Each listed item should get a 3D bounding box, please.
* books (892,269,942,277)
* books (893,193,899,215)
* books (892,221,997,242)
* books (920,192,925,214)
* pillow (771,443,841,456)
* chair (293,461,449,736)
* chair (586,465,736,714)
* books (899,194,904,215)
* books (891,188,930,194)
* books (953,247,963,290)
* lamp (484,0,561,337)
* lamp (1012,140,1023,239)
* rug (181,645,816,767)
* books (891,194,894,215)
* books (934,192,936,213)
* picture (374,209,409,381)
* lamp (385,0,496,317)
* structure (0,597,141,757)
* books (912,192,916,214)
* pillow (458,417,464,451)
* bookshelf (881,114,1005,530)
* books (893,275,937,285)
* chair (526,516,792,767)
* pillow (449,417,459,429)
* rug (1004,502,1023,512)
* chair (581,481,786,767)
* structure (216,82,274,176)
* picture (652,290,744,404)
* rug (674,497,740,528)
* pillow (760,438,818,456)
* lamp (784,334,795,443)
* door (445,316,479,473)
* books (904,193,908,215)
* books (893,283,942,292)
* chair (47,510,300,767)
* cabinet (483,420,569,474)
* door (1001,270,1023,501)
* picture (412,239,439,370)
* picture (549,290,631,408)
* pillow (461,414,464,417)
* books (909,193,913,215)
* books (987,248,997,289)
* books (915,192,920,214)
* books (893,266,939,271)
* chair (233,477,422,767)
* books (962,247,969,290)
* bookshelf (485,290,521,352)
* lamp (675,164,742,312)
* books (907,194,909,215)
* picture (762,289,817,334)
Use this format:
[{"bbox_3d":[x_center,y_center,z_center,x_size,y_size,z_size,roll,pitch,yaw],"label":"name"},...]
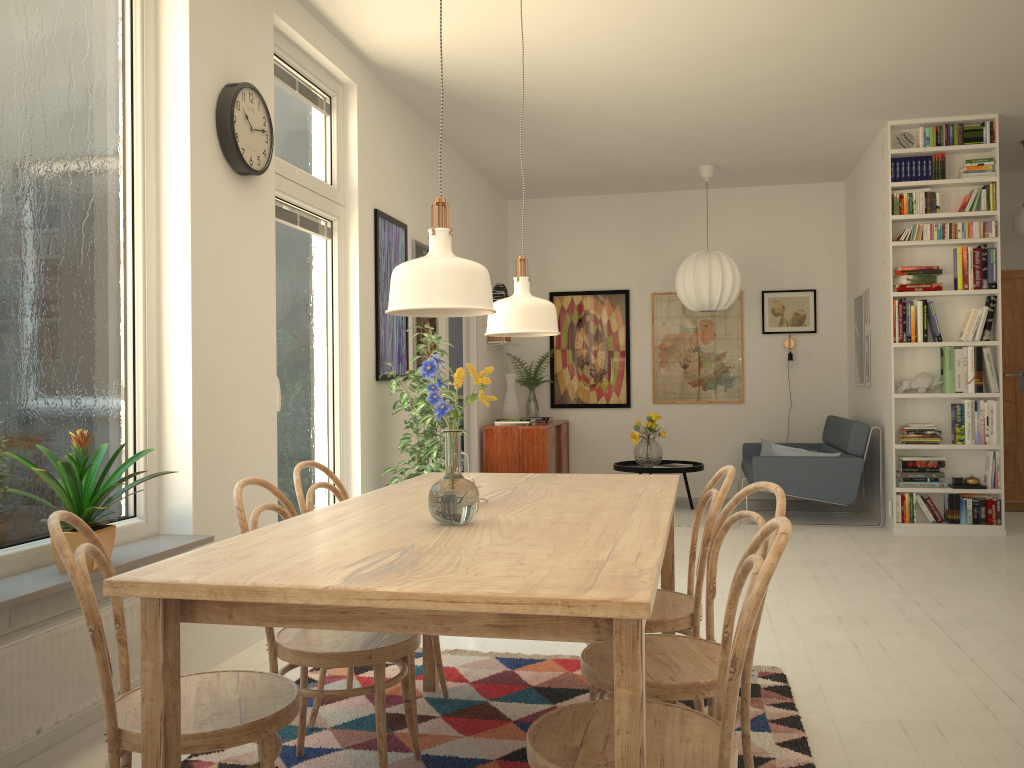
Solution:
[{"bbox_3d":[2.872,-0.783,6.319,0.314,0.035,0.205,-1,0,12],"label":"books"},{"bbox_3d":[2.725,-1.263,6.329,0.034,0.162,0.197,-1,0,12],"label":"books"},{"bbox_3d":[3.027,-1.059,6.277,0.664,0.110,0.278,-1,0,12],"label":"books"},{"bbox_3d":[2.891,-1.263,6.300,0.035,0.158,0.199,-1,0,12],"label":"books"},{"bbox_3d":[2.183,0.611,6.652,0.533,0.353,0.141,-1,0,12],"label":"pillow"},{"bbox_3d":[-0.453,0.657,2.880,0.483,0.811,0.385,-1,0,15],"label":"chair"},{"bbox_3d":[0.420,0.647,2.633,0.483,0.811,0.385,-1,0,10],"label":"chair"},{"bbox_3d":[2.757,-1.259,6.325,0.030,0.149,0.202,-1,0,12],"label":"books"},{"bbox_3d":[2.832,-1.355,6.319,0.255,0.022,0.189,-1,0,22],"label":"books"},{"bbox_3d":[3.137,-0.802,6.264,0.032,0.300,0.200,-1,0,12],"label":"books"},{"bbox_3d":[0.023,-0.946,2.690,0.229,1.596,0.229,0,-1,-43],"label":"lamp"},{"bbox_3d":[3.972,-1.482,6.776,0.275,0.767,0.275,-1,0,6],"label":"lamp"},{"bbox_3d":[-0.148,1.062,2.036,1.748,0.035,3.025,-1,0,12],"label":"rug"},{"bbox_3d":[2.703,-1.262,6.358,0.019,0.156,0.205,-1,0,12],"label":"books"},{"bbox_3d":[2.974,-1.266,6.278,0.016,0.158,0.146,-1,0,12],"label":"books"},{"bbox_3d":[-0.729,-0.518,5.408,0.018,0.999,0.546,-1,0,12],"label":"picture"},{"bbox_3d":[-0.156,-0.945,1.850,0.229,1.596,0.229,0,-1,-32],"label":"lamp"},{"bbox_3d":[-1.293,0.808,2.526,0.113,0.279,1.029,-1,0,12],"label":"structure"},{"bbox_3d":[2.837,-1.263,6.302,0.012,0.155,0.208,-1,0,12],"label":"books"},{"bbox_3d":[-0.425,0.462,8.373,0.237,0.385,0.767,-1,0,10],"label":"pillow"},{"bbox_3d":[3.035,-0.405,6.275,0.710,2.900,0.249,-1,0,12],"label":"bookshelf"},{"bbox_3d":[2.868,-0.731,6.307,0.268,0.064,0.128,-1,0,-18],"label":"books"},{"bbox_3d":[0.267,0.648,1.630,0.483,0.811,0.385,-1,0,15],"label":"chair"},{"bbox_3d":[-0.623,0.452,8.200,0.237,0.338,0.437,-1,0,10],"label":"pillow"},{"bbox_3d":[4.061,1.034,7.458,0.941,0.002,0.553,-1,0,12],"label":"rug"},{"bbox_3d":[0.405,0.647,2.122,0.483,0.811,0.385,-1,0,-5],"label":"chair"},{"bbox_3d":[-1.087,-1.045,3.643,0.074,0.371,0.371,-1,0,12],"label":"structure"},{"bbox_3d":[1.749,-0.345,8.371,0.838,1.052,0.012,-1,0,12],"label":"picture"},{"bbox_3d":[1.229,1.060,7.475,1.304,0.012,1.661,-1,0,14],"label":"rug"},{"bbox_3d":[2.454,0.620,7.900,0.540,0.277,0.157,-1,0,13],"label":"pillow"},{"bbox_3d":[2.427,0.250,8.156,0.360,1.416,0.112,-1,0,12],"label":"lamp"},{"bbox_3d":[-0.813,0.072,7.108,0.882,2.033,0.955,-1,0,12],"label":"door"},{"bbox_3d":[2.782,-1.261,6.314,0.023,0.152,0.199,-1,0,12],"label":"books"},{"bbox_3d":[2.868,-0.673,6.298,0.300,0.056,0.202,-1,0,12],"label":"books"},{"bbox_3d":[-0.690,0.659,1.846,0.483,0.811,0.385,-1,0,-15],"label":"chair"},{"bbox_3d":[0.157,0.714,8.040,0.546,0.727,1.262,-1,0,12],"label":"cabinet"},{"bbox_3d":[4.148,0.017,7.903,0.931,2.033,0.159,-1,0,12],"label":"door"},{"bbox_3d":[-0.587,-0.516,6.076,0.020,0.869,0.525,-1,0,12],"label":"picture"},{"bbox_3d":[0.752,-0.334,8.580,0.778,1.134,0.018,-1,0,12],"label":"picture"},{"bbox_3d":[-0.531,0.463,8.572,0.220,0.385,0.387,-1,0,13],"label":"pillow"},{"bbox_3d":[2.823,-1.264,6.322,0.024,0.155,0.188,-1,0,12],"label":"books"},{"bbox_3d":[3.334,-0.795,6.202,0.054,0.289,0.179,-1,0,12],"label":"books"},{"bbox_3d":[2.861,-1.265,6.314,0.028,0.159,0.222,-1,0,12],"label":"books"},{"bbox_3d":[2.862,-0.812,6.314,0.266,0.026,0.203,-1,0,2],"label":"books"},{"bbox_3d":[-0.484,0.657,2.374,0.483,0.811,0.385,-1,0,10],"label":"chair"},{"bbox_3d":[3.170,-0.799,6.250,0.039,0.302,0.199,-1,0,12],"label":"books"},{"bbox_3d":[-0.072,-0.581,8.109,0.184,0.565,0.695,-1,0,12],"label":"bookshelf"},{"bbox_3d":[1.646,-1.225,7.461,0.536,1.229,0.536,0,-1,-44],"label":"lamp"},{"bbox_3d":[2.803,-1.261,6.325,0.013,0.149,0.208,-1,0,12],"label":"books"},{"bbox_3d":[2.560,-0.666,8.198,0.481,0.402,0.015,-1,0,12],"label":"picture"}]
